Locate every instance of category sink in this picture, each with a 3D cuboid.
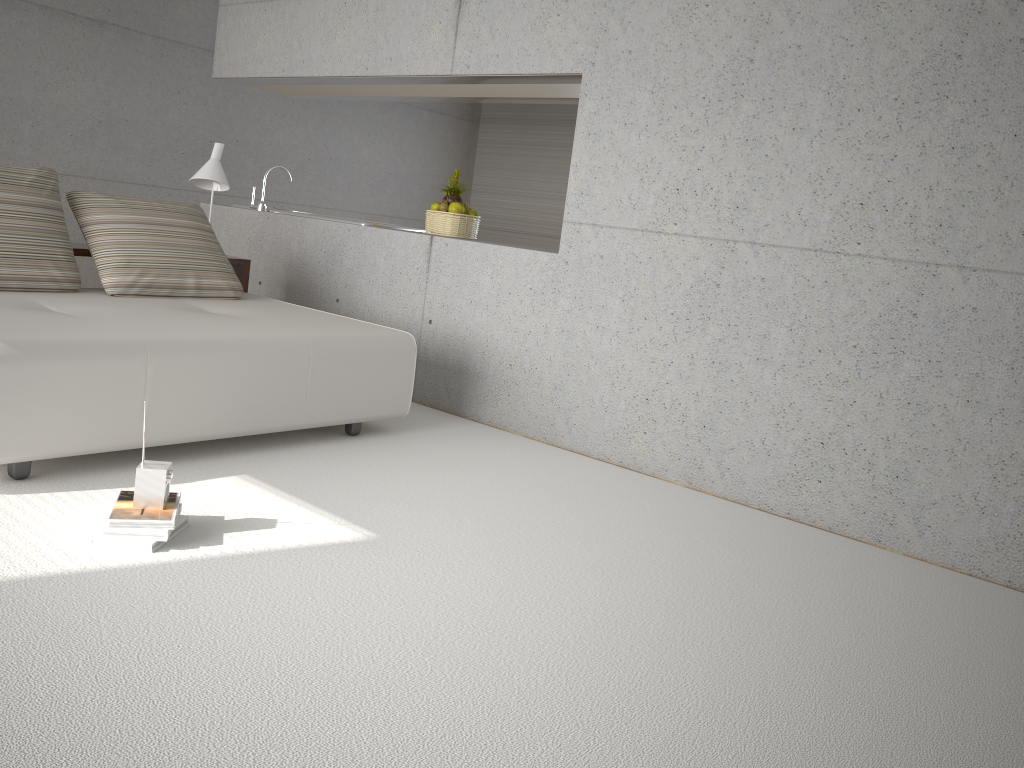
[{"bbox_3d":[-1.407,-1.310,6.572,1.717,0.535,0.767,15,11,38],"label":"sink"}]

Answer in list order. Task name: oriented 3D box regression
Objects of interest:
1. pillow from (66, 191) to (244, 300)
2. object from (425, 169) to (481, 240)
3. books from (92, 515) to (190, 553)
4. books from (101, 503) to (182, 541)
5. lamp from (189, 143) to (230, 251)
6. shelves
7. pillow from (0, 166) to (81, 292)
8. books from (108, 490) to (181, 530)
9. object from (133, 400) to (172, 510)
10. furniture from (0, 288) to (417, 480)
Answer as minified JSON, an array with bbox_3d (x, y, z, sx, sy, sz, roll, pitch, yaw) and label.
[{"bbox_3d":[-1.944,-0.751,4.860,0.583,0.513,0.807,14,10,38],"label":"pillow"},{"bbox_3d":[-0.378,-1.176,5.732,0.335,0.438,0.370,10,8,23],"label":"object"},{"bbox_3d":[-1.170,0.461,2.801,0.189,0.032,0.267,8,10,2],"label":"books"},{"bbox_3d":[-1.166,0.430,2.798,0.189,0.032,0.268,5,10,-13],"label":"books"},{"bbox_3d":[-1.860,-1.155,5.497,0.245,0.694,0.324,9,6,19],"label":"lamp"},{"bbox_3d":[-2.528,-0.404,4.789,0.403,0.709,2.253,12,10,37],"label":"shelves"},{"bbox_3d":[-2.511,-0.764,4.219,0.494,0.605,0.802,13,10,37],"label":"pillow"},{"bbox_3d":[-1.159,0.398,2.801,0.188,0.032,0.268,4,10,-17],"label":"books"},{"bbox_3d":[-1.114,0.213,2.742,0.090,0.363,0.187,6,6,-11],"label":"object"},{"bbox_3d":[-1.783,-0.103,4.174,1.626,0.518,2.171,15,12,37],"label":"furniture"}]
